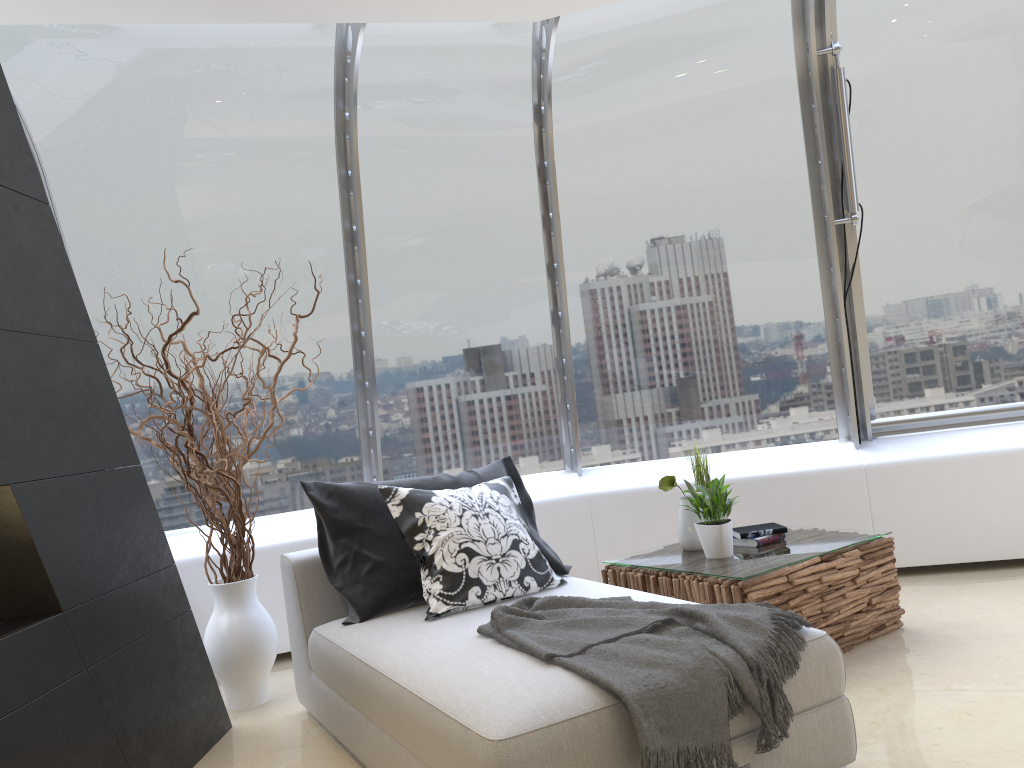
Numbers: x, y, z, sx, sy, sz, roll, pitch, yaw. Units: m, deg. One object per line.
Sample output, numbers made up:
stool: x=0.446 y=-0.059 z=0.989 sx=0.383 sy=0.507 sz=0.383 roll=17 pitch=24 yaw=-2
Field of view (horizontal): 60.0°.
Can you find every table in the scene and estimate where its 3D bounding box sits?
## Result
table: x=1.080 y=0.957 z=4.025 sx=1.007 sy=0.436 sz=0.923 roll=-7 pitch=-2 yaw=-33

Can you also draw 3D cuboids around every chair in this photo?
chair: x=0.004 y=0.940 z=3.236 sx=1.176 sy=0.690 sz=2.068 roll=-7 pitch=-2 yaw=-27

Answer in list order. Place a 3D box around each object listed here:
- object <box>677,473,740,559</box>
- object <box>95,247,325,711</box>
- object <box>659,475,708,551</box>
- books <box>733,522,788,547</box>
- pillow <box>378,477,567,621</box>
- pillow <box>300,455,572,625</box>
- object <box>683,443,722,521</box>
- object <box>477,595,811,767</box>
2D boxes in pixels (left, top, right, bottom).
object: x=0.885 y=0.577 z=3.909 sx=0.284 sy=0.369 sz=0.215 roll=-9 pitch=-2 yaw=35
object: x=-1.564 y=0.476 z=4.020 sx=1.370 sy=2.059 sz=1.508 roll=-8 pitch=-2 yaw=3
object: x=0.787 y=0.593 z=4.103 sx=0.297 sy=0.370 sz=0.152 roll=-6 pitch=-2 yaw=-43
books: x=1.137 y=0.701 z=4.108 sx=0.265 sy=0.063 sz=0.246 roll=-7 pitch=-2 yaw=-11
pillow: x=-0.148 y=0.622 z=3.561 sx=0.683 sy=0.528 sz=0.431 roll=-7 pitch=-2 yaw=-33
pillow: x=-0.314 y=0.633 z=3.816 sx=1.070 sy=0.597 sz=0.510 roll=-7 pitch=-2 yaw=-28
object: x=0.923 y=0.509 z=4.293 sx=0.153 sy=0.511 sz=0.150 roll=-7 pitch=-2 yaw=-29
object: x=0.434 y=0.840 z=2.745 sx=0.825 sy=0.359 sz=1.024 roll=-7 pitch=-2 yaw=-29
